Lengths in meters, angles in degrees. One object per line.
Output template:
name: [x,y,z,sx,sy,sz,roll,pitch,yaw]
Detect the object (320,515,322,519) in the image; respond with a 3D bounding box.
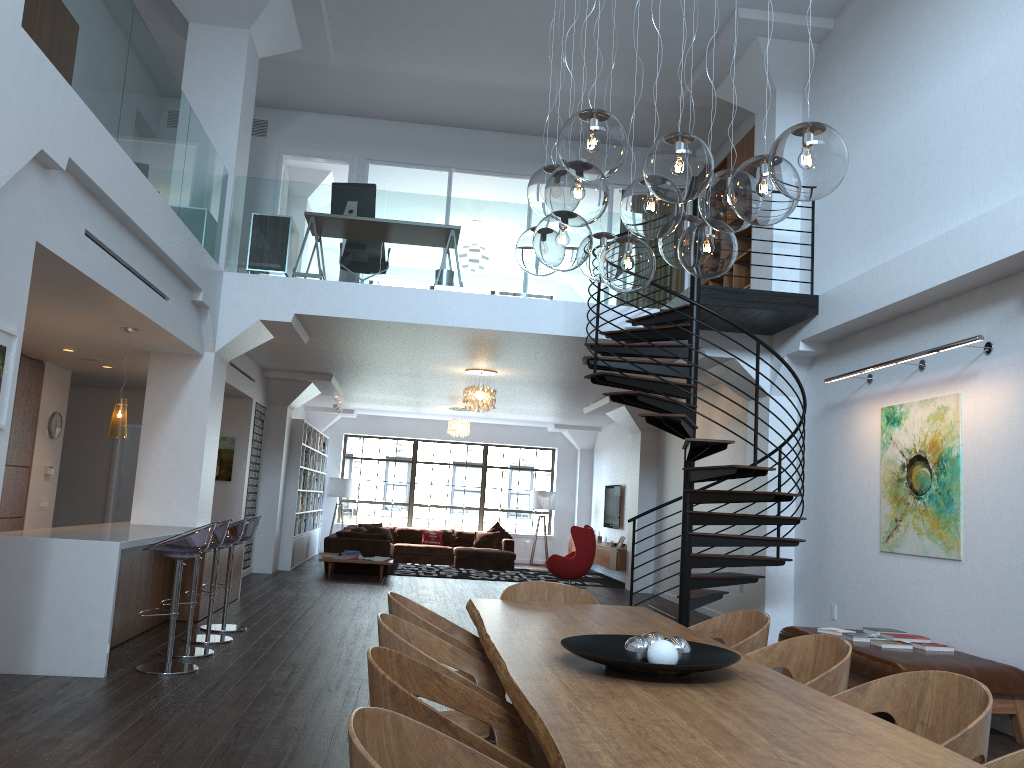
object: [-4.111,2.743,18.339,0.316,0.088,0.410,4,-8,-6]

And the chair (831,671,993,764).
chair: [1.061,1.272,2.592,0.618,0.833,0.629,4,-8,-6]

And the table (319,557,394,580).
table: [-2.412,2.857,13.791,1.100,0.271,0.853,4,-8,-6]

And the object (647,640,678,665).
object: [0.485,0.875,2.856,0.100,0.100,0.100,-3,-10,39]

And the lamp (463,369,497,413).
lamp: [-0.427,0.100,11.832,0.441,0.539,0.442,-2,-10,36]

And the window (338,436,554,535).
window: [-1.415,2.255,19.647,4.648,1.905,0.114,4,-8,-6]

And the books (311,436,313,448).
books: [-3.692,1.045,16.014,0.158,0.226,0.052,4,-8,-6]

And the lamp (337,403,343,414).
lamp: [-3.331,0.473,17.189,0.120,0.211,0.111,8,-9,-32]

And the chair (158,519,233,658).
chair: [-2.425,1.526,6.752,0.481,1.014,0.530,5,-8,-8]

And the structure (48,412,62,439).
structure: [-5.196,0.471,10.089,0.040,0.300,0.300,4,-8,-6]

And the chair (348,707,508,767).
chair: [-0.057,1.082,1.703,0.618,0.833,0.629,4,-8,-6]

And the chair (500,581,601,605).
chair: [0.213,1.516,4.786,0.629,0.833,0.618,5,-8,-11]

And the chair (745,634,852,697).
chair: [0.955,1.367,3.343,0.618,0.833,0.629,4,-8,-4]

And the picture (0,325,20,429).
picture: [-2.543,-0.048,4.307,0.018,0.500,0.500,4,-8,-6]

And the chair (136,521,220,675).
chair: [-2.325,1.448,6.132,0.481,1.014,0.530,4,-8,-4]

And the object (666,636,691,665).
object: [0.543,0.888,2.938,0.100,0.100,0.100,-3,-10,39]

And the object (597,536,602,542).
object: [1.744,3.081,17.631,0.089,0.110,0.089,-3,-10,39]

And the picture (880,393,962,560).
picture: [3.161,0.725,6.904,0.010,1.200,1.095,4,-8,-6]

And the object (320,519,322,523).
object: [-4.109,2.830,18.328,0.331,0.088,0.410,4,-8,-6]

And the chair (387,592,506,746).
chair: [-0.301,1.376,3.983,0.618,0.833,0.629,5,-8,-8]

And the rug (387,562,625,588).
rug: [-0.168,3.432,16.031,4.200,0.007,3.100,4,-8,-5]

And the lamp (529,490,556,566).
lamp: [0.628,3.094,19.049,0.545,1.579,0.545,3,-8,5]

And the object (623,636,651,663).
object: [0.419,0.885,2.935,0.100,0.100,0.100,-3,-10,39]

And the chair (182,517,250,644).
chair: [-2.480,1.608,7.382,0.481,1.014,0.530,5,-8,-8]

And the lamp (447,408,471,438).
lamp: [-1.000,0.740,16.820,0.441,0.539,0.442,-2,-10,36]

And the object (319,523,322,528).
object: [-4.115,2.917,18.316,0.331,0.088,0.410,4,-8,-6]

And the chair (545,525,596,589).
chair: [0.941,2.747,14.195,0.801,1.006,0.798,1,-8,19]

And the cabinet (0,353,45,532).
cabinet: [-5.205,0.632,6.945,0.598,2.499,5.299,4,-8,-6]

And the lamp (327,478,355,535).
lamp: [-3.661,2.783,18.702,0.545,1.579,0.545,6,-8,-17]

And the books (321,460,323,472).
books: [-3.929,1.656,17.955,0.183,0.253,0.034,4,-8,-7]

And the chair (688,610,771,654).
chair: [0.874,1.463,4.100,0.617,0.830,0.629,4,-8,-6]

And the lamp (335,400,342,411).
lamp: [-3.273,0.407,16.678,0.111,0.211,0.120,-4,-10,43]

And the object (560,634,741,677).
object: [0.453,0.911,2.943,0.592,0.066,0.592,-3,-10,41]

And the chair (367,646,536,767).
chair: [-0.144,1.180,2.460,0.618,0.833,0.629,4,-8,-6]

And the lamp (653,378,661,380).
lamp: [1.876,0.028,11.532,0.120,0.211,0.111,8,-9,-32]

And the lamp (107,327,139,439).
lamp: [-2.422,-0.262,8.430,0.149,1.807,2.842,-2,-9,33]

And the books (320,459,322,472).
books: [-3.912,1.631,17.762,0.183,0.253,0.034,4,-8,-7]

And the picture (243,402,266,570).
picture: [-3.763,1.484,12.897,0.021,2.380,0.800,4,-8,-6]

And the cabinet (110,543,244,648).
cabinet: [-3.298,1.739,7.958,0.898,0.796,4.493,4,-8,-6]

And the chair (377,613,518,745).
chair: [-0.230,1.276,3.212,0.618,0.833,0.629,4,-8,-6]

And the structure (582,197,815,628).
structure: [1.608,0.254,7.966,1.998,4.352,1.998,-4,-11,44]

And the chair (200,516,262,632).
chair: [-2.551,1.687,8.003,0.481,1.014,0.530,4,-8,-4]

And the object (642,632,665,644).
object: [0.477,0.894,3.015,0.100,0.100,0.100,-3,-10,39]

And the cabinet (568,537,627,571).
cabinet: [1.696,3.211,16.899,0.459,0.350,4.501,4,-8,-6]

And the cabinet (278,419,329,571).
cabinet: [-3.922,2.035,16.405,0.461,2.414,4.500,4,-8,-6]

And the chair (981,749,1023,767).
chair: [1.136,1.172,1.822,0.618,0.833,0.629,4,-8,-6]

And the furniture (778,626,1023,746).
furniture: [2.666,2.056,6.243,0.907,0.453,1.819,4,-8,-6]

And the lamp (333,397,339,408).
lamp: [-3.216,0.343,16.179,0.111,0.211,0.120,-1,-9,28]

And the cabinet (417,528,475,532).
cabinet: [-1.428,3.436,18.941,1.520,0.625,0.350,4,-8,-6]

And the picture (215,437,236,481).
picture: [-4.085,1.028,12.259,0.450,0.600,0.030,4,-8,-6]

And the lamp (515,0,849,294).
lamp: [0.563,-1.466,3.577,0.849,2.140,1.787,4,-8,-7]

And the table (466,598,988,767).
table: [0.430,1.314,2.883,1.012,0.750,3.803,4,-8,-6]
